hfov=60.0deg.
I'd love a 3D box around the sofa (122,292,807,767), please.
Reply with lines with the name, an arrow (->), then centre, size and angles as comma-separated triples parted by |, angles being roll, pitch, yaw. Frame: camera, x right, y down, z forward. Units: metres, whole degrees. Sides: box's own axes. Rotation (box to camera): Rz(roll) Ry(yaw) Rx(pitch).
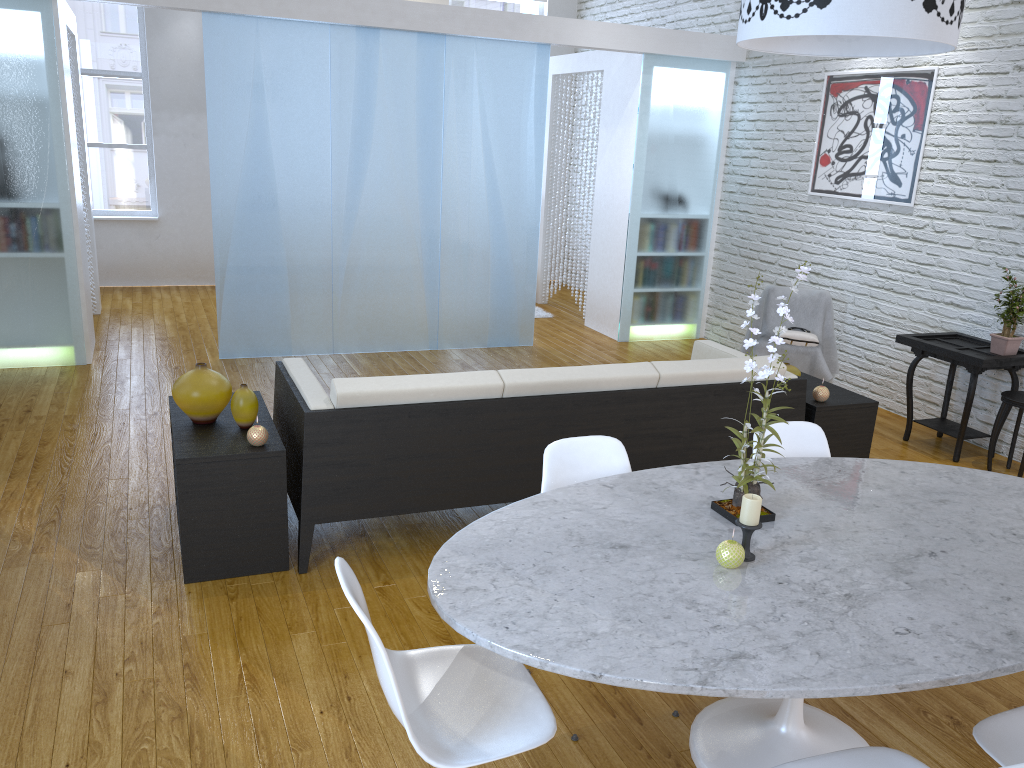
sofa -> -0.128, -0.004, 4.374 | 5.333, 0.685, 9.645 | -4, 17, -22

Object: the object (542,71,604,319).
object -> 0.521, -1.609, 7.624 | 0.051, 2.034, 0.915 | -4, 18, -22

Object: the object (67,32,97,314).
object -> -3.029, -1.397, 6.206 | 0.051, 2.034, 0.915 | -4, 18, -22

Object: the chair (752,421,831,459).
chair -> 0.905, 0.342, 2.618 | 0.405, 0.355, 0.416 | -3, 17, -18

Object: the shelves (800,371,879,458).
shelves -> 1.327, 0.209, 4.272 | 0.349, 0.455, 0.724 | -4, 18, -22

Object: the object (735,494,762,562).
object -> 0.528, 0.305, 1.975 | 0.059, 0.178, 0.058 | -10, 21, -36

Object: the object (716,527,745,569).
object -> 0.481, 0.356, 1.942 | 0.063, 0.092, 0.062 | 11, 18, 24

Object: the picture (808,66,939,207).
picture -> 2.191, -1.527, 5.468 | 0.010, 0.776, 0.913 | -4, 18, -22

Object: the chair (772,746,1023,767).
chair -> 0.671, 0.647, 1.492 | 0.405, 0.355, 0.416 | -3, 17, -19

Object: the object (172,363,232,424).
object -> -1.117, 0.032, 3.201 | 0.206, 0.217, 0.205 | 9, 17, 18

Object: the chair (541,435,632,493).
chair -> 0.267, 0.373, 2.386 | 0.405, 0.355, 0.416 | -4, 18, -23

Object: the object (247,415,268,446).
object -> -0.865, 0.156, 3.012 | 0.071, 0.105, 0.070 | 4, 17, 4

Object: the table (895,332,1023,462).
table -> 2.374, 0.073, 4.716 | 0.440, 0.583, 0.559 | -4, 18, -22

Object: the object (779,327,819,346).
object -> 1.730, -0.290, 5.359 | 0.232, 0.086, 0.222 | 7, 16, 13

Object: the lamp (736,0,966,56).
lamp -> 0.674, -1.387, 1.473 | 0.398, 1.552, 0.397 | 14, 20, 32

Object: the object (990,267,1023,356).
object -> 2.534, -0.366, 4.499 | 0.175, 0.440, 0.235 | 4, 17, 2

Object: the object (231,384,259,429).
object -> -0.955, 0.079, 3.167 | 0.095, 0.162, 0.095 | 9, 18, 18

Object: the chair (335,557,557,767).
chair -> -0.136, 0.522, 1.783 | 0.419, 0.355, 0.402 | -3, 17, -20

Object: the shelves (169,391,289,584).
shelves -> -1.071, 0.352, 3.314 | 0.349, 0.455, 0.724 | -4, 18, -22

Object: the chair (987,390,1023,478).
chair -> 2.522, 0.264, 4.384 | 0.261, 0.411, 0.260 | -11, 22, -39

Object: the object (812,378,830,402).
object -> 1.364, 0.023, 3.902 | 0.071, 0.105, 0.070 | 4, 17, 4

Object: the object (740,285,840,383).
object -> 1.718, -0.230, 5.464 | 0.644, 0.693, 0.630 | 8, 17, 15

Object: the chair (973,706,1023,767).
chair -> 1.170, 0.620, 1.678 | 0.405, 0.355, 0.416 | -4, 18, -23

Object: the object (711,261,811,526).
object -> 0.600, 0.032, 2.121 | 0.166, 0.644, 0.200 | 5, 17, 5

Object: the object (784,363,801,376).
object -> 1.289, -0.054, 4.187 | 0.146, 0.091, 0.145 | 8, 17, 18

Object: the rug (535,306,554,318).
rug -> -0.248, -0.668, 7.843 | 1.094, 0.048, 0.750 | -4, 17, -22

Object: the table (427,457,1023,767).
table -> 0.715, 0.672, 2.196 | 1.908, 0.628, 1.062 | -4, 17, -23
